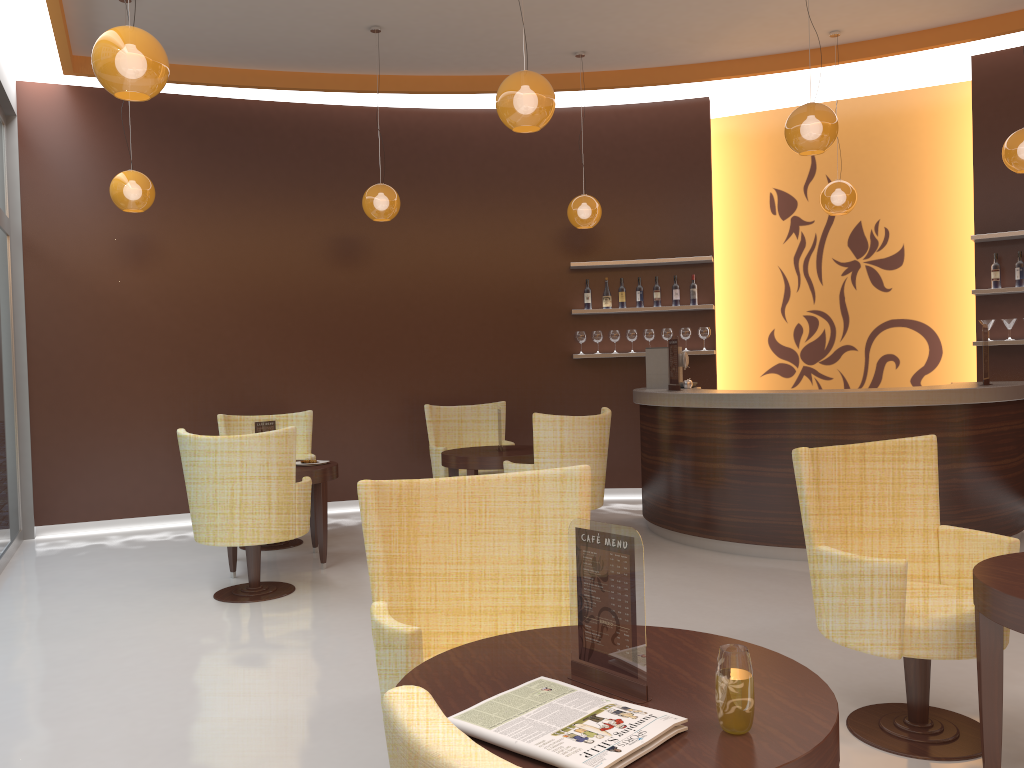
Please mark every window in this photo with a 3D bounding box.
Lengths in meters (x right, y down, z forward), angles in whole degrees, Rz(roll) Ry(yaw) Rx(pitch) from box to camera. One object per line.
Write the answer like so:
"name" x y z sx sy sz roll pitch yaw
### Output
"window" -2.512 -0.417 3.530 0.040 3.380 8.200 -2 1 -23

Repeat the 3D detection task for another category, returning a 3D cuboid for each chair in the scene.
"chair" -0.041 0.774 2.555 0.729 1.017 0.685 -2 1 -20
"chair" -1.576 0.757 5.317 0.729 1.017 0.685 -2 1 9
"chair" 0.266 0.800 0.985 0.729 1.017 0.685 -2 1 9
"chair" -0.350 0.671 7.549 0.729 1.017 0.685 -2 1 -16
"chair" 0.326 0.683 6.100 0.729 1.017 0.685 -3 2 -45
"chair" 1.394 0.717 3.164 0.729 1.017 0.685 -2 1 -26
"chair" -1.883 0.731 6.887 0.729 1.017 0.685 -2 1 -20

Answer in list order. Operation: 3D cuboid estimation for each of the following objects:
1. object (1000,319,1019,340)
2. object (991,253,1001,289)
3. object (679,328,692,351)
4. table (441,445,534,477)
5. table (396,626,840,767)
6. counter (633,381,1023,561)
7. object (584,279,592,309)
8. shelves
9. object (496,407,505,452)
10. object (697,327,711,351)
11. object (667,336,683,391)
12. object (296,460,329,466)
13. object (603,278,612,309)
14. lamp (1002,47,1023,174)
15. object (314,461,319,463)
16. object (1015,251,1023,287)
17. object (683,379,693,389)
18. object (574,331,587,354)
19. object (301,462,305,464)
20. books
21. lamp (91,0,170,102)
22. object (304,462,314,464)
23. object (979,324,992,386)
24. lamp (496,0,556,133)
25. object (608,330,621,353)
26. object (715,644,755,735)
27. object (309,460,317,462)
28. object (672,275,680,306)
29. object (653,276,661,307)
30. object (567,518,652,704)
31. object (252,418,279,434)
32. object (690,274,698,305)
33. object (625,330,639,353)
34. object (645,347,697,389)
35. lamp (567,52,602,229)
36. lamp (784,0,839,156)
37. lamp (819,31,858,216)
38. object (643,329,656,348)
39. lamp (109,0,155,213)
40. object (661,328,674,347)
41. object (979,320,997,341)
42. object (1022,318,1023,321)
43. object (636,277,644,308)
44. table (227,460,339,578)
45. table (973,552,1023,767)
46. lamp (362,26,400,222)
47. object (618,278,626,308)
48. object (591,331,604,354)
"object" 4.054 -0.442 7.225 0.137 0.174 0.137 -1 2 32
"object" 3.960 -0.921 7.254 0.073 0.297 0.073 -1 1 15
"object" 1.637 -0.417 8.355 0.125 0.221 0.125 -2 1 2
"table" -0.092 0.849 6.798 0.874 0.679 0.872 -1 1 23
"table" 0.204 0.953 1.799 0.874 0.679 0.872 -1 1 23
"counter" 2.192 0.580 6.397 2.917 1.100 1.586 -1 1 22
"object" 0.725 -0.852 8.471 0.073 0.297 0.073 -2 1 -13
"shelves" 2.765 -0.743 7.692 4.744 0.902 0.586 -1 1 24
"object" -0.093 0.342 6.795 0.042 0.335 0.209 -2 1 -9
"object" 1.800 -0.421 8.308 0.125 0.221 0.125 -2 1 2
"object" 1.237 -0.158 6.782 0.052 0.414 0.258 -2 1 -9
"object" -1.414 0.553 6.195 0.234 0.020 0.234 -1 2 38
"object" 0.908 -0.863 8.472 0.086 0.303 0.086 -3 2 -44
"lamp" 3.361 -2.144 5.794 0.299 1.500 0.299 -2 1 -5
"object" -1.376 0.545 6.183 0.055 0.014 0.053 -3 2 -40
"object" 4.102 -0.923 7.159 0.073 0.297 0.073 -1 1 15
"object" 1.411 -0.002 7.118 0.075 0.077 0.075 -1 2 36
"object" 0.662 -0.391 8.495 0.125 0.221 0.125 -2 1 2
"object" -1.442 0.550 6.188 0.054 0.018 0.051 -3 2 -36
"books" 0.095 0.607 1.584 0.339 0.028 0.273 -1 2 42
"lamp" -1.606 -1.949 3.683 0.299 1.500 0.299 -1 2 41
"object" -1.405 0.547 6.147 0.051 0.018 0.054 -1 1 24
"object" 3.226 -0.201 6.038 0.052 0.414 0.258 -1 2 36
"lamp" 0.049 -2.014 4.387 0.299 1.500 0.299 -2 1 -12
"object" 0.982 -0.400 8.466 0.125 0.221 0.125 -2 1 2
"object" 0.393 0.539 1.565 0.067 0.148 0.067 -2 1 1
"object" -1.404 0.543 6.243 0.055 0.018 0.052 -2 1 1
"object" 1.544 -0.874 8.360 0.073 0.297 0.073 -2 1 -26
"object" 1.373 -0.870 8.395 0.073 0.297 0.073 -2 1 -13
"object" 0.189 0.446 1.787 0.042 0.335 0.209 -3 2 -40
"object" -1.693 0.405 6.102 0.042 0.335 0.209 -1 2 42
"object" 1.705 -0.878 8.322 0.073 0.297 0.073 -2 1 -13
"object" 1.144 -0.404 8.442 0.125 0.221 0.125 -2 1 2
"object" 1.327 -0.137 7.359 0.373 0.340 0.270 -1 1 22
"lamp" 0.609 -2.104 7.667 0.299 1.500 0.299 -3 2 -45
"lamp" 1.705 -2.079 5.090 0.299 1.500 0.299 0 2 45
"lamp" 2.695 -2.159 7.358 0.299 1.500 0.299 -2 1 -5
"object" 1.305 -0.409 8.419 0.125 0.221 0.125 -2 1 2
"lamp" -2.702 -1.974 6.260 0.299 1.500 0.299 -1 2 35
"object" 1.470 -0.413 8.387 0.125 0.221 0.125 -2 1 2
"object" 3.926 -0.440 7.313 0.137 0.174 0.137 -1 2 32
"object" 4.181 -0.443 7.137 0.137 0.174 0.137 -1 2 42
"object" 1.215 -0.866 8.426 0.073 0.297 0.073 -2 1 -13
"table" -1.638 0.910 6.131 0.874 0.679 0.872 -1 1 23
"table" 1.779 0.891 2.468 0.874 0.679 0.872 -1 1 13
"lamp" -1.046 -2.039 6.964 0.299 1.500 0.299 0 2 45
"object" 1.050 -0.861 8.452 0.073 0.297 0.073 -1 2 36
"object" 0.820 -0.396 8.483 0.125 0.221 0.125 -2 1 2
